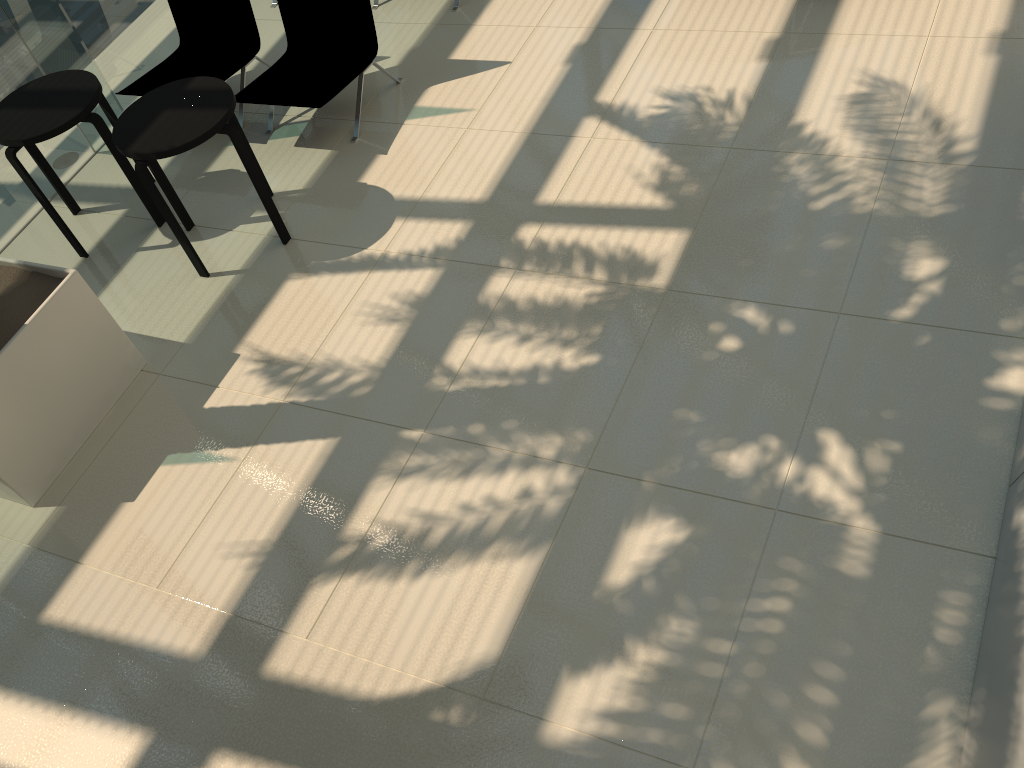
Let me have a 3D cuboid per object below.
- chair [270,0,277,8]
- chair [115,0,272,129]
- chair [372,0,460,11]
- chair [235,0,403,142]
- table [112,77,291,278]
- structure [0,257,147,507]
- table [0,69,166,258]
[{"bbox_3d":[-1.470,-3.490,6.484,0.705,0.958,0.831,13,57,23],"label":"chair"},{"bbox_3d":[-2.145,-2.238,5.749,0.705,0.958,0.831,13,57,23],"label":"chair"},{"bbox_3d":[-0.629,-3.331,6.147,0.705,0.958,0.831,13,57,23],"label":"chair"},{"bbox_3d":[-1.304,-2.079,5.412,0.705,0.958,0.831,13,57,23],"label":"chair"},{"bbox_3d":[-1.725,-1.166,4.935,0.678,0.842,0.627,-22,51,-4],"label":"table"},{"bbox_3d":[-3.434,-2.047,1.781,4.470,7.560,4.420,-5,51,9],"label":"structure"},{"bbox_3d":[-2.600,-1.331,5.284,0.678,0.842,0.627,-22,51,-4],"label":"table"}]
